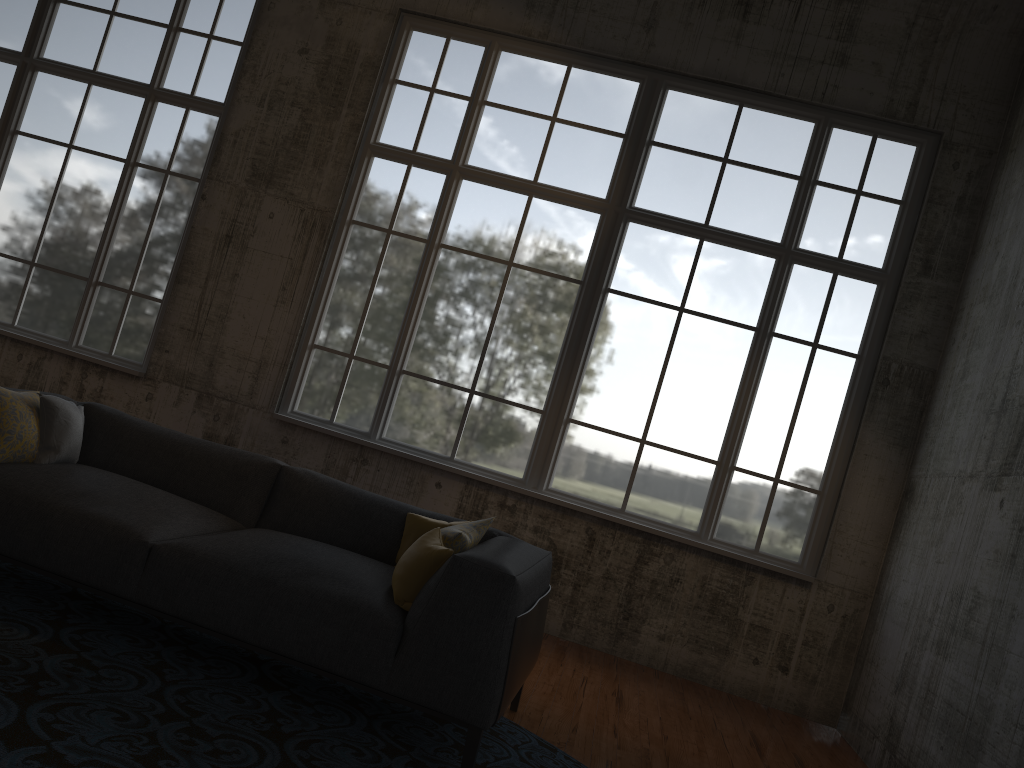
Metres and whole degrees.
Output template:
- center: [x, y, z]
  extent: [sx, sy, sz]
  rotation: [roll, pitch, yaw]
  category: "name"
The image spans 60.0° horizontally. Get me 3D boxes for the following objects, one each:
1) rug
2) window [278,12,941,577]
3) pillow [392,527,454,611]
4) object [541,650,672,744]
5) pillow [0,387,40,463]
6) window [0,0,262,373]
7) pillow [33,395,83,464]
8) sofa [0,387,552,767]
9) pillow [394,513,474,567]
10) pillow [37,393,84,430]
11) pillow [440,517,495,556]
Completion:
- center: [-1.418, 1.063, 2.330]
  extent: [4.869, 0.009, 4.830]
  rotation: [19, -5, -35]
  category: "rug"
- center: [0.643, -0.785, 6.769]
  extent: [4.277, 3.431, 0.051]
  rotation: [16, -2, 8]
  category: "window"
- center: [-0.379, 0.736, 3.574]
  extent: [0.169, 0.318, 0.434]
  rotation: [17, -3, -17]
  category: "pillow"
- center: [-8.122, -1.208, 3.122]
  extent: [20.803, 0.656, 8.793]
  rotation: [16, -4, 8]
  category: "object"
- center: [-2.256, 0.182, 3.944]
  extent: [0.259, 0.445, 0.539]
  rotation: [16, -3, 16]
  category: "pillow"
- center: [-4.260, -2.196, 7.518]
  extent: [3.846, 3.431, 0.051]
  rotation: [16, -2, 8]
  category: "window"
- center: [-2.106, 0.224, 4.143]
  extent: [0.171, 0.314, 0.365]
  rotation: [17, -3, -1]
  category: "pillow"
- center: [-1.332, 0.768, 4.097]
  extent: [2.999, 0.860, 1.366]
  rotation: [16, -3, 10]
  category: "sofa"
- center: [-0.389, 0.771, 4.140]
  extent: [0.404, 0.371, 0.229]
  rotation: [16, -3, 18]
  category: "pillow"
- center: [-2.200, 0.229, 4.320]
  extent: [0.168, 0.318, 0.435]
  rotation: [16, -3, 8]
  category: "pillow"
- center: [-0.302, 0.761, 3.896]
  extent: [0.259, 0.445, 0.539]
  rotation: [16, -3, 16]
  category: "pillow"
